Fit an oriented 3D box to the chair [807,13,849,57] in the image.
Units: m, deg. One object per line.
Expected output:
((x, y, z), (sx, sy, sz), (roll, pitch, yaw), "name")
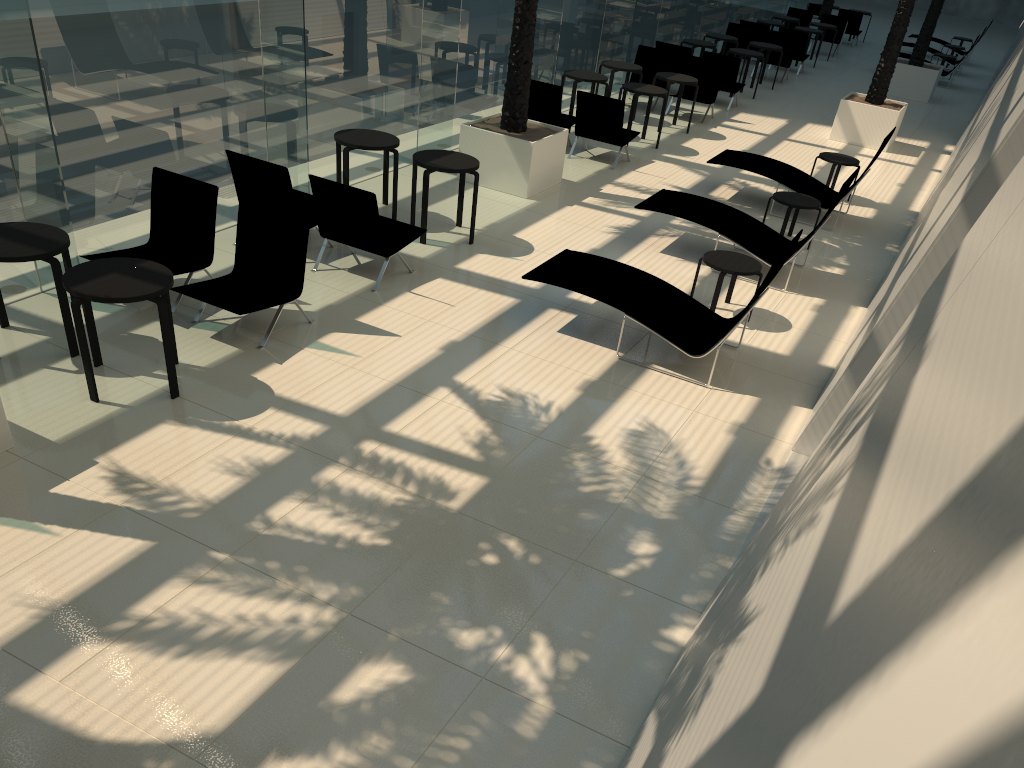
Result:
((8.485, -9.390, 23.474), (0.701, 0.960, 0.833), (21, 35, 20), "chair")

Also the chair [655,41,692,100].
((3.129, -6.021, 16.627), (0.701, 0.960, 0.833), (21, 35, 20), "chair")

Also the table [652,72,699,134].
((2.614, -4.597, 14.271), (0.676, 0.844, 0.628), (-6, 35, -20), "table")

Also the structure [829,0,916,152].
((6.692, -7.339, 13.365), (4.570, 7.442, 4.002), (-12, 38, -27), "structure")

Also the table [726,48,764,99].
((4.557, -6.167, 17.329), (0.673, 0.844, 0.631), (-9, 37, -23), "table")

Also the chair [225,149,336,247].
((-2.137, -1.790, 8.378), (0.701, 0.960, 0.833), (21, 35, 20), "chair")

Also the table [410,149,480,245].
((-0.710, -1.936, 9.081), (0.673, 0.844, 0.631), (-9, 37, -23), "table")

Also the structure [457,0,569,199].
((0.278, -5.655, 8.914), (4.763, 7.578, 4.142), (17, 35, 14), "structure")

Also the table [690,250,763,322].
((2.044, -0.926, 8.346), (0.551, 0.559, 0.512), (-6, 35, -20), "table")

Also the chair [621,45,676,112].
((2.323, -5.388, 15.389), (0.701, 0.960, 0.833), (21, 35, 20), "chair")

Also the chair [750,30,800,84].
((5.779, -7.215, 19.235), (0.701, 0.960, 0.833), (21, 35, 20), "chair")

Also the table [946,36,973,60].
((13.518, -10.145, 26.317), (0.551, 0.559, 0.512), (-6, 35, -20), "table")

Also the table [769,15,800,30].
((7.104, -9.191, 22.933), (0.676, 0.844, 0.628), (-6, 35, -20), "table")

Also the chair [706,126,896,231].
((3.641, -2.859, 11.233), (1.997, 1.251, 0.865), (20, 35, 19), "chair")

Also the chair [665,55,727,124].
((3.143, -5.098, 15.106), (0.701, 0.960, 0.833), (21, 35, 20), "chair")

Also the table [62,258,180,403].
((-2.653, -0.365, 6.022), (0.678, 0.844, 0.626), (-3, 35, -16), "table")

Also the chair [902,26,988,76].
((11.473, -9.151, 23.501), (1.997, 1.251, 0.865), (20, 35, 19), "chair")

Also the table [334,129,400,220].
((-1.562, -2.238, 9.375), (0.673, 0.844, 0.631), (-9, 37, -23), "table")

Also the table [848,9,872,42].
((10.507, -10.948, 26.649), (0.678, 0.844, 0.626), (-3, 35, -16), "table")

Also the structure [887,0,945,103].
((9.311, -9.628, 17.836), (4.640, 7.377, 3.937), (9, 34, 2), "structure")

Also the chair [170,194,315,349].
((-2.124, -0.867, 6.857), (0.701, 0.960, 0.833), (21, 35, 20), "chair")

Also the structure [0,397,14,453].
((-3.549, -2.607, 2.964), (4.455, 7.578, 4.424), (9, 34, 2), "structure")

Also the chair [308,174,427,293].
((-1.318, -1.499, 8.095), (0.701, 0.960, 0.833), (21, 35, 20), "chair")

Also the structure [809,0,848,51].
((9.216, -12.841, 22.922), (4.295, 7.578, 4.597), (-24, 45, -38), "structure")

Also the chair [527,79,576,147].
((0.521, -3.926, 12.542), (0.701, 0.960, 0.833), (21, 35, 20), "chair")

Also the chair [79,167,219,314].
((-2.943, -1.157, 7.140), (0.701, 0.960, 0.833), (21, 35, 20), "chair")

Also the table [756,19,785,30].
((6.340, -8.587, 21.752), (0.673, 0.844, 0.631), (-9, 37, -23), "table")

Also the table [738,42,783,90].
((5.250, -6.714, 18.399), (0.676, 0.844, 0.628), (-6, 35, -20), "table")

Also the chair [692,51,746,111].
((3.949, -5.730, 16.344), (0.701, 0.960, 0.833), (21, 35, 20), "chair")

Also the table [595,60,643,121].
((1.762, -4.899, 14.565), (0.676, 0.844, 0.628), (-6, 35, -20), "table")

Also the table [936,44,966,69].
((12.316, -9.179, 24.435), (0.551, 0.559, 0.512), (-6, 35, -20), "table")

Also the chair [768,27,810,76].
((6.590, -7.853, 20.481), (0.701, 0.960, 0.833), (21, 35, 20), "chair")

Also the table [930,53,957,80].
((11.115, -8.214, 22.553), (0.551, 0.559, 0.512), (-6, 35, -20), "table")

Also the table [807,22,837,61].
((7.956, -8.889, 22.638), (0.676, 0.844, 0.628), (-6, 35, -20), "table")

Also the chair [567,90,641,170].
((1.341, -3.635, 12.259), (0.701, 0.960, 0.833), (21, 35, 20), "chair")

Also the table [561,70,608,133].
((1.085, -4.365, 13.521), (0.673, 0.844, 0.631), (-9, 37, -23), "table")

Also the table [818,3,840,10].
((9.655, -11.250, 26.944), (0.678, 0.844, 0.626), (-3, 35, -16), "table")

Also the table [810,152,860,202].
((4.484, -2.887, 12.168), (0.548, 0.559, 0.514), (-8, 36, -23), "table")

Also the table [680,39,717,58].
((3.705, -6.469, 17.624), (0.673, 0.844, 0.631), (-9, 37, -23), "table")

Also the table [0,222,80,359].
((-3.505, -0.668, 6.316), (0.678, 0.844, 0.626), (-3, 35, -16), "table")

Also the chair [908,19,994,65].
((12.675, -10.117, 25.382), (1.997, 1.251, 0.865), (20, 35, 19), "chair")

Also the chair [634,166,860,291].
((2.440, -1.894, 9.351), (1.997, 1.251, 0.865), (20, 35, 19), "chair")

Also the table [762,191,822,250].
((3.283, -1.922, 10.286), (0.551, 0.559, 0.512), (-6, 35, -20), "table")

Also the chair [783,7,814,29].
((7.666, -9.680, 23.757), (0.701, 0.960, 0.833), (21, 35, 20), "chair")

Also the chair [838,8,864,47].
((9.958, -10.558, 25.756), (0.701, 0.960, 0.833), (21, 35, 20), "chair")

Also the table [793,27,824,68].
((7.193, -8.285, 21.458), (0.673, 0.844, 0.631), (-9, 37, -23), "table")

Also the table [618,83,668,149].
((1.937, -4.063, 13.227), (0.673, 0.844, 0.631), (-9, 37, -23), "table")

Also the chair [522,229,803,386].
((1.201, -0.898, 7.411), (1.997, 1.251, 0.865), (20, 35, 19), "chair")

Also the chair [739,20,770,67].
((5.771, -8.143, 20.764), (0.701, 0.960, 0.833), (21, 35, 20), "chair")

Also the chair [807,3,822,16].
((9.138, -10.849, 26.039), (0.701, 0.960, 0.833), (21, 35, 20), "chair")

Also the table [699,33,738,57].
((4.397, -7.017, 18.694), (0.676, 0.844, 0.628), (-6, 35, -20), "table")

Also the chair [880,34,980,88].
((10.272, -8.186, 21.619), (1.997, 1.251, 0.865), (20, 35, 19), "chair")

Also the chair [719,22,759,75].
((4.959, -7.506, 19.518), (0.701, 0.960, 0.833), (21, 35, 20), "chair")
